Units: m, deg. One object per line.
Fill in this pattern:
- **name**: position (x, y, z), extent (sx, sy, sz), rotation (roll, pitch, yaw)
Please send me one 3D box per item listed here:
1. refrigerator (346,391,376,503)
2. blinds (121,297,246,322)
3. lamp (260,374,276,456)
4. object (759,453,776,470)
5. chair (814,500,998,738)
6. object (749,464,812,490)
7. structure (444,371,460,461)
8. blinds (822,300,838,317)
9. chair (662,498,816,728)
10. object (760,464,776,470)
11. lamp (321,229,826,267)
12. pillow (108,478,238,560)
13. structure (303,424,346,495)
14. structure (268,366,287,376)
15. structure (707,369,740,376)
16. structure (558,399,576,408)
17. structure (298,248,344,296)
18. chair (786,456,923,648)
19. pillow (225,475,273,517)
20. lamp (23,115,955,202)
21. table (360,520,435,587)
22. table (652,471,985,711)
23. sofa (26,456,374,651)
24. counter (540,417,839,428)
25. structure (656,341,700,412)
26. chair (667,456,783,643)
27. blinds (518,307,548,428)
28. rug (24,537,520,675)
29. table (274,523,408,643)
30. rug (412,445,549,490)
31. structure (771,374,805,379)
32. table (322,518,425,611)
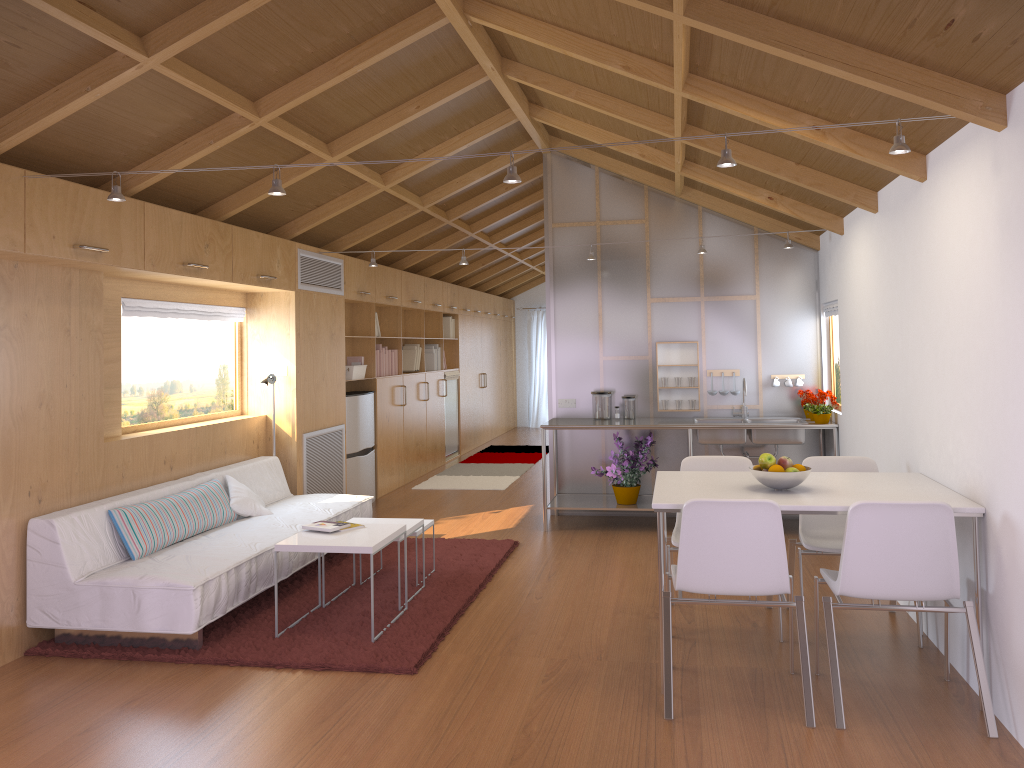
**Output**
- **refrigerator**: position (-1.399, 0.575, 7.773), extent (0.261, 0.989, 0.712), rotation (-1, -1, 11)
- **blinds**: position (-2.106, -0.475, 5.787), extent (0.047, 0.111, 1.497), rotation (-1, 2, 11)
- **lamp**: position (-1.696, 0.527, 6.301), extent (0.182, 1.200, 0.254), rotation (-1, -2, -14)
- **object**: position (1.071, 0.324, 3.711), extent (0.070, 0.069, 0.077), rotation (-1, 0, 11)
- **chair**: position (1.439, 0.804, 3.339), extent (0.531, 0.787, 0.546), rotation (-1, -1, 11)
- **object**: position (1.130, 0.399, 3.723), extent (0.255, 0.091, 0.254), rotation (-3, 2, -37)
- **structure**: position (-0.863, 0.377, 10.887), extent (0.315, 1.081, 0.724), rotation (-1, -1, 11)
- **blinds**: position (2.334, -0.548, 6.431), extent (0.047, 0.111, 0.724), rotation (-1, 2, 11)
- **chair**: position (0.855, 0.811, 3.447), extent (0.531, 0.787, 0.546), rotation (-1, -1, 11)
- **object**: position (1.103, 0.355, 3.801), extent (0.068, 0.068, 0.067), rotation (-1, 0, -14)
- **lamp**: position (0.383, -0.993, 6.575), extent (3.826, 0.153, 0.072), rotation (-1, -1, 11)
- **pillow**: position (-1.818, 0.721, 4.853), extent (0.171, 0.252, 1.041), rotation (-1, 2, 11)
- **structure**: position (-1.460, 0.711, 6.916), extent (0.013, 0.723, 0.819), rotation (-2, 0, 11)
- **structure**: position (-1.714, -0.096, 6.462), extent (0.142, 0.071, 0.011), rotation (-1, -2, 11)
- **structure**: position (1.657, -0.086, 6.933), extent (0.250, 0.051, 0.016), rotation (-1, -2, 11)
- **structure**: position (0.446, 0.157, 7.155), extent (0.142, 0.071, 0.011), rotation (-1, -2, 11)
- **structure**: position (-1.496, -0.869, 6.950), extent (0.013, 0.301, 0.902), rotation (-2, 2, 11)
- **chair**: position (1.606, 0.764, 4.231), extent (0.531, 0.787, 0.546), rotation (-1, -1, 11)
- **pillow**: position (-1.628, 0.691, 5.452), extent (0.267, 0.252, 0.345), rotation (-1, 1, -25)
- **lamp**: position (-0.202, -0.851, 3.438), extent (3.826, 0.153, 0.072), rotation (-1, -1, 11)
- **table**: position (-0.672, 0.990, 5.224), extent (0.341, 0.309, 0.369), rotation (-1, 1, 11)
- **table**: position (1.230, 0.811, 3.773), extent (1.208, 0.744, 0.898), rotation (-1, 1, 11)
- **sofa**: position (-1.587, 0.870, 5.088), extent (0.862, 0.629, 2.354), rotation (-1, 2, 11)
- **counter**: position (1.302, 0.290, 6.670), extent (2.108, 0.021, 0.649), rotation (-1, 2, 11)
- **structure**: position (1.309, -0.059, 6.967), extent (0.328, 0.546, 0.076), rotation (-1, -2, 11)
- **chair**: position (1.022, 0.770, 4.340), extent (0.531, 0.787, 0.546), rotation (-1, -1, 11)
- **blinds**: position (1.504, -0.304, 14.836), extent (2.846, 2.042, 0.232), rotation (-1, -2, 10)
- **rug**: position (-1.113, 1.173, 5.100), extent (1.884, 0.020, 2.480), rotation (-1, 2, 11)
- **table**: position (-0.832, 0.963, 4.379), extent (0.485, 0.439, 0.524), rotation (-1, 1, 11)
- **rug**: position (-0.188, 0.939, 10.366), extent (0.916, 0.011, 3.720), rotation (-1, 2, 11)
- **structure**: position (2.134, -0.055, 6.831), extent (0.250, 0.032, 0.041), rotation (-1, 1, 11)
- **table**: position (-0.746, 0.970, 4.832), extent (0.424, 0.384, 0.458), rotation (-1, 1, 11)
